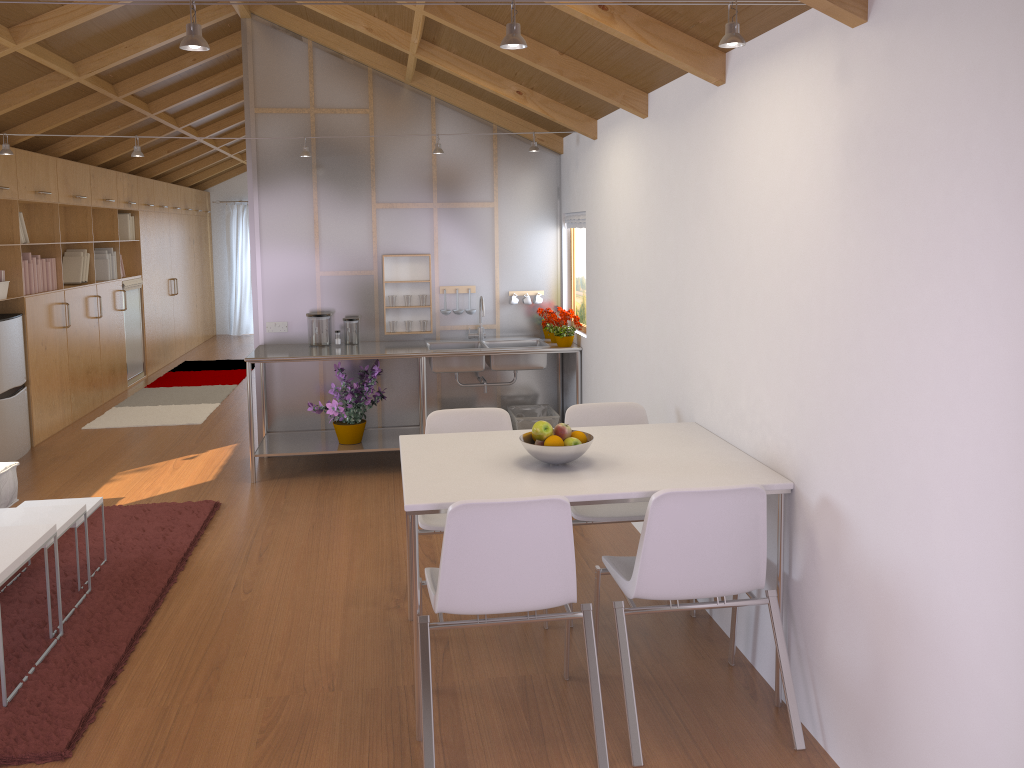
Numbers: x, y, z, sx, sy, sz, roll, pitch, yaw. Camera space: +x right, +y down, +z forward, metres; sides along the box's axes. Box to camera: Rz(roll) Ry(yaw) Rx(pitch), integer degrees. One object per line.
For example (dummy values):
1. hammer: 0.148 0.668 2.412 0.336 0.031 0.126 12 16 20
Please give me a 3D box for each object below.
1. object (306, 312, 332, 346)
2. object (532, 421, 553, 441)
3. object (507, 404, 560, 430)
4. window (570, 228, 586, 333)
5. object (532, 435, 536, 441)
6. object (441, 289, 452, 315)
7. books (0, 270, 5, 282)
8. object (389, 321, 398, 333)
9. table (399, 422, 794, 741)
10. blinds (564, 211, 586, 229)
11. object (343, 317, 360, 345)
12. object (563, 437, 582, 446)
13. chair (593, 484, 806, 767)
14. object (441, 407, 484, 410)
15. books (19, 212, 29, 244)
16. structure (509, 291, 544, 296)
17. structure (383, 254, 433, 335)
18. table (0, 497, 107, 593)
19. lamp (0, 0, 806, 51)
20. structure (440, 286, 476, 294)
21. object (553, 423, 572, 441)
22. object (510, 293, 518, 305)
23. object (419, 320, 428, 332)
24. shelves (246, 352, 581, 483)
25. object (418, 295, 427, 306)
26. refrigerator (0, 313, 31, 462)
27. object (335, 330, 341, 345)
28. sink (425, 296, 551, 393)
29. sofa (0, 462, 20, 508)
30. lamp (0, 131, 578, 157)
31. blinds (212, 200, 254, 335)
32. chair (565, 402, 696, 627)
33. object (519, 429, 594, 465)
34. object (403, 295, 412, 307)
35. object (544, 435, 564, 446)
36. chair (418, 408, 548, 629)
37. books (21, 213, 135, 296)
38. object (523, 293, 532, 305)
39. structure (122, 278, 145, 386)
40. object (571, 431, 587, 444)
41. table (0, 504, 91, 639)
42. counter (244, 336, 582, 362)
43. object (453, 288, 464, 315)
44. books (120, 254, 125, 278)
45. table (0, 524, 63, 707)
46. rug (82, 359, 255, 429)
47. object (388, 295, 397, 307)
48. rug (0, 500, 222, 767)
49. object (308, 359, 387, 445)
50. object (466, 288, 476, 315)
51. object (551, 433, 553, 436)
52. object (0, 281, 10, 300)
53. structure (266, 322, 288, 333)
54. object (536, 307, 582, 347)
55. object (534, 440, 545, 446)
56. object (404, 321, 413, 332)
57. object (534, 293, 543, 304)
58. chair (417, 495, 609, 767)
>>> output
1. object: -1.295 -0.369 5.953 0.172 0.214 0.173 0 7 5
2. object: 0.102 0.158 2.978 0.070 0.069 0.078 -2 8 -8
3. object: 0.139 0.257 5.946 0.299 0.157 0.418 -2 9 -8
4. window: 0.478 -0.746 5.896 0.026 0.789 0.730 -2 8 -8
5. object: 0.103 0.176 3.079 0.068 0.067 0.068 -6 9 -32
6. object: -0.458 -0.567 6.129 0.074 0.181 0.075 2 7 23
7. books: -3.596 -0.688 6.108 0.150 0.191 0.089 -2 6 -8
8. object: -0.819 -0.394 6.094 0.061 0.076 0.062 0 7 4
9. table: 0.223 0.621 3.149 1.209 0.737 0.907 -2 8 -8
10. blinds: 0.433 -1.085 5.857 0.047 0.110 0.731 -2 10 -8
11. object: -1.090 -0.359 6.004 0.113 0.175 0.114 1 7 12
12. object: 0.203 0.213 2.974 0.070 0.069 0.078 -2 8 -8
13. chair: 0.563 0.655 2.803 0.531 0.779 0.551 -2 7 -8
14. object: -0.311 0.275 5.881 0.299 0.157 0.418 -2 9 -8
15. books: -3.669 -1.170 6.459 0.176 0.294 0.282 -2 8 -8
16. structure: 0.105 -0.639 6.233 0.251 0.032 0.042 -2 8 -8
17. structure: -0.720 -0.619 6.095 0.328 0.541 0.077 -2 6 -8
18. table: -2.049 0.716 3.935 0.342 0.306 0.373 -2 8 -8
19. lamp: -0.994 -0.903 2.165 3.829 0.152 0.073 -2 6 -8
20. structure: -0.379 -0.658 6.173 0.251 0.051 0.016 -2 6 -8
21. object: 0.171 0.166 3.012 0.063 0.066 0.062 4 9 30
22. object: 0.015 -0.597 6.218 0.059 0.079 0.063 -2 7 -8
23. object: -0.613 -0.401 6.123 0.061 0.076 0.061 -6 9 -34
24. shelves: -0.631 0.149 5.893 2.093 0.747 0.638 -2 7 -8
25. object: -0.616 -0.577 6.107 0.061 0.076 0.061 -6 9 -34
26. refrigerator: -3.554 0.040 6.067 0.262 0.979 0.719 -2 7 -8
27. object: -1.162 -0.310 5.899 0.037 0.092 0.037 0 6 7
28. sink: -0.177 -0.268 5.947 0.810 0.635 0.568 -2 8 -8
29. sofa: -2.868 0.659 3.496 0.863 0.623 2.376 -2 10 -8
30. lamp: -1.453 -1.444 5.310 3.829 0.152 0.073 -2 6 -8
31. blinds: -3.076 -1.807 13.592 2.848 2.021 0.235 -2 6 -9
32. chair: 0.433 0.501 3.698 0.531 0.779 0.551 -2 7 -8
33. object: 0.153 0.227 3.018 0.255 0.090 0.257 6 11 34
34. object: -0.718 -0.573 6.092 0.061 0.076 0.061 -6 9 -34
35. object: 0.140 0.205 2.948 0.068 0.067 0.068 -6 9 -32
36. chair: -0.156 0.523 3.614 0.531 0.779 0.551 -2 7 -8
37. books: -3.869 -1.227 7.912 0.189 0.652 3.138 -2 10 -8
38. object: 0.109 -0.599 6.226 0.059 0.080 0.063 -1 7 -1
39. structure: -4.051 -0.552 9.169 0.316 1.070 0.731 -2 7 -8
40. object: 0.225 0.195 3.039 0.068 0.066 0.068 5 10 36
41. table: -1.992 0.747 3.536 0.424 0.380 0.463 -2 8 -8
42. counter: -0.636 -0.240 5.855 2.110 0.021 0.656 -2 10 -8
43. object: -0.373 -0.570 6.141 0.074 0.181 0.075 2 7 23
44. books: -4.012 -1.213 8.885 0.176 0.294 0.282 -2 8 -8
45. table: -1.926 0.798 3.079 0.485 0.435 0.529 -2 8 -8
46. rug: -3.253 0.030 8.961 0.917 0.011 3.756 -2 10 -8
47. object: -0.821 -0.569 6.077 0.061 0.076 0.062 0 7 4
48. rug: -2.430 0.932 3.698 1.885 0.020 2.504 -2 10 -8
49. object: -1.051 0.113 5.712 0.525 0.548 0.354 -3 7 -17
50. object: -0.288 -0.573 6.154 0.074 0.181 0.075 2 7 23
51. object: 0.168 0.193 3.070 0.069 0.077 0.071 3 9 29
52. object: -3.575 -0.626 5.990 0.203 0.121 0.353 -2 9 -8
53. structure: -1.601 -0.387 6.023 0.142 0.070 0.011 -2 6 -8
54. object: 0.309 -0.393 5.963 0.233 0.233 0.694 -2 9 -7
55. object: 0.116 0.213 3.016 0.078 0.088 0.081 6 10 41
56. object: -0.716 -0.398 6.109 0.061 0.076 0.061 -6 9 -34
57. object: 0.186 -0.604 6.242 0.059 0.079 0.063 -2 7 -8
58. chair: -0.026 0.677 2.719 0.531 0.779 0.551 -2 7 -8
